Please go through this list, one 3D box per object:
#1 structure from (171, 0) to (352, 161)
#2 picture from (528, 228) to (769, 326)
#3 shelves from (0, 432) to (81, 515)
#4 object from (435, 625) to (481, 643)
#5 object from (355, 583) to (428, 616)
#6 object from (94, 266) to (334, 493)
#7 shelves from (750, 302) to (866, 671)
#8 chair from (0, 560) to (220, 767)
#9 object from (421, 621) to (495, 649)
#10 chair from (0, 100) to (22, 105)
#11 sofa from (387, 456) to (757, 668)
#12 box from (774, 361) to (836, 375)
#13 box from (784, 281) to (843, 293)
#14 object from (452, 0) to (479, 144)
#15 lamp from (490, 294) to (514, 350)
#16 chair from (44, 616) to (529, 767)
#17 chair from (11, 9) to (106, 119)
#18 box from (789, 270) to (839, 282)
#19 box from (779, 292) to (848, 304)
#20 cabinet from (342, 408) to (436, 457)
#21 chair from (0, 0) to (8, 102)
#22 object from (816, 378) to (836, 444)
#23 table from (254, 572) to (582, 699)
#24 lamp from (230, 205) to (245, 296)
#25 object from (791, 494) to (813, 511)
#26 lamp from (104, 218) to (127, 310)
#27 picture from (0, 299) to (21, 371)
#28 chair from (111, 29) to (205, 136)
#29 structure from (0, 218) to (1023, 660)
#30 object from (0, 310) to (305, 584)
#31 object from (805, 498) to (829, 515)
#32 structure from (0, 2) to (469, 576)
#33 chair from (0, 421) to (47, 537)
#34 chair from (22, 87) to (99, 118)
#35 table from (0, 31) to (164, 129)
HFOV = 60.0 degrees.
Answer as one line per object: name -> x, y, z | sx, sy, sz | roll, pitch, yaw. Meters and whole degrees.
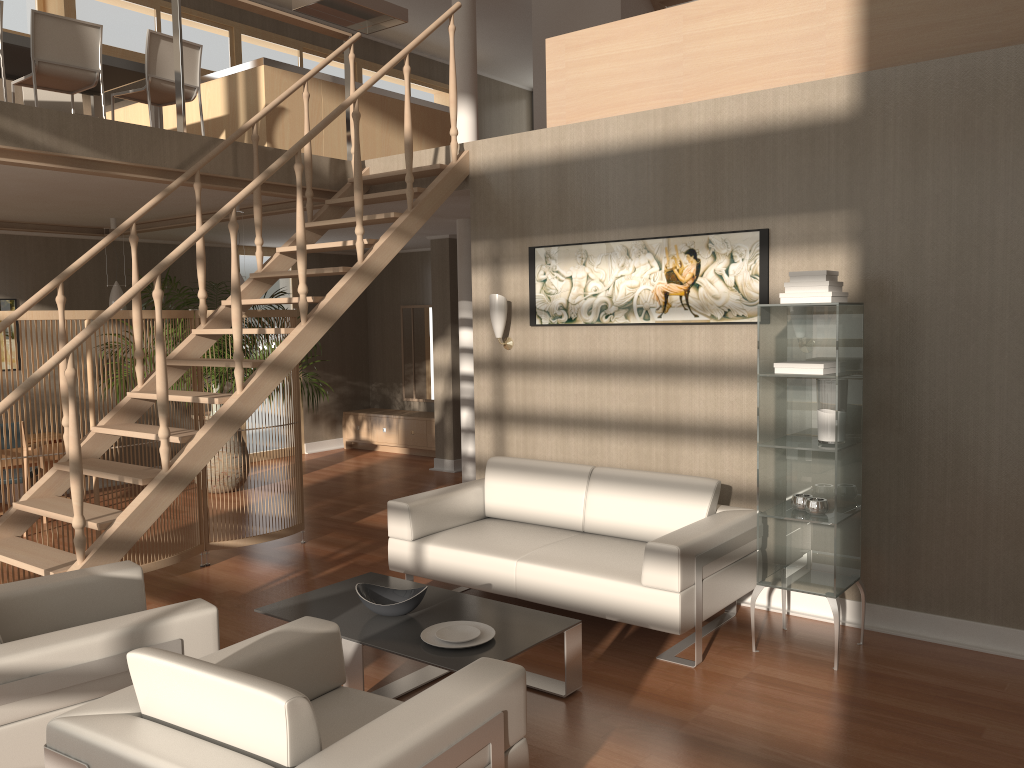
structure -> -3.517, -1.990, 6.116 | 3.475, 0.900, 3.300 | 2, 5, 38
picture -> 0.717, -0.581, 5.042 | 1.531, 0.487, 0.018 | 2, 5, 38
shelves -> -4.406, 0.795, 7.236 | 0.658, 0.590, 1.600 | 2, 5, 38
object -> -0.212, 0.992, 3.500 | 0.178, 0.020, 0.178 | -2, 4, -13
object -> -0.515, 0.925, 3.799 | 0.317, 0.125, 0.223 | 0, 4, 9
object -> -2.758, 0.063, 8.234 | 2.109, 2.304, 2.157 | 1, 5, 26
shelves -> 1.369, 0.433, 4.075 | 0.400, 1.600, 0.403 | 2, 5, 38
chair -> -1.639, 0.988, 3.117 | 0.905, 0.740, 0.900 | -5, 6, -42
object -> -0.212, 0.994, 3.500 | 0.294, 0.020, 0.294 | 0, 4, 10
chair -> -3.801, -1.955, 6.377 | 0.496, 0.796, 0.430 | 2, 5, 33
sofa -> 0.288, 0.839, 4.673 | 1.781, 0.740, 0.905 | 2, 5, 38
box -> 1.349, -0.075, 4.023 | 0.232, 0.047, 0.232 | 3, 6, 43
box -> 1.359, -0.435, 3.993 | 0.200, 0.047, 0.200 | 2, 5, 38
object -> -0.398, -2.896, 7.445 | 0.200, 2.400, 0.200 | 2, 5, 38
lamp -> -0.070, -0.389, 5.587 | 0.112, 0.353, 0.153 | 2, 5, 38
chair -> -0.564, 1.023, 2.385 | 0.900, 0.740, 0.905 | 2, 5, 33
chair -> -2.969, -1.925, 5.782 | 0.496, 0.796, 0.430 | 3, 6, 43
box -> 1.358, -0.482, 3.989 | 0.168, 0.047, 0.168 | 2, 5, 38
box -> 1.361, -0.387, 3.994 | 0.232, 0.047, 0.232 | 2, 5, 38
cabinet -> -1.160, 0.578, 10.431 | 1.911, 0.458, 0.500 | 2, 5, 38
chair -> -3.351, -1.882, 5.297 | 0.496, 0.796, 0.430 | 2, 5, 38
object -> 1.446, 0.123, 4.020 | 0.129, 0.291, 0.129 | 0, 4, 10
table -> -0.420, 1.132, 3.803 | 1.260, 0.293, 0.700 | 2, 5, 38
lamp -> -2.046, -0.979, 6.621 | 0.139, 0.800, 0.139 | -2, 4, -17
object -> 1.352, 0.551, 4.125 | 0.103, 0.066, 0.103 | -4, 5, -33
lamp -> -3.438, -1.034, 7.692 | 0.139, 0.800, 0.139 | 0, 4, 12
picture -> -4.796, -0.396, 7.377 | 0.010, 0.633, 1.317 | 2, 5, 38
chair -> -2.475, -1.963, 6.173 | 0.496, 0.796, 0.430 | 2, 5, 33
structure -> -0.154, -0.195, 6.591 | 8.342, 2.533, 10.775 | 2, 5, 38
object -> -2.160, 0.332, 5.320 | 0.233, 1.542, 2.229 | 3, 6, 43
object -> 1.385, 0.557, 4.032 | 0.103, 0.066, 0.103 | -4, 5, -33
structure -> -1.620, -0.566, 4.870 | 1.000, 3.578, 3.150 | 2, 5, 38
chair -> -3.907, 0.699, 6.756 | 0.582, 0.856, 0.509 | -2, 4, -12
chair -> -3.460, -1.994, 6.832 | 0.430, 0.796, 0.496 | -5, 6, -42
table -> -3.482, -1.911, 6.115 | 0.900, 0.740, 1.800 | 2, 5, 38
